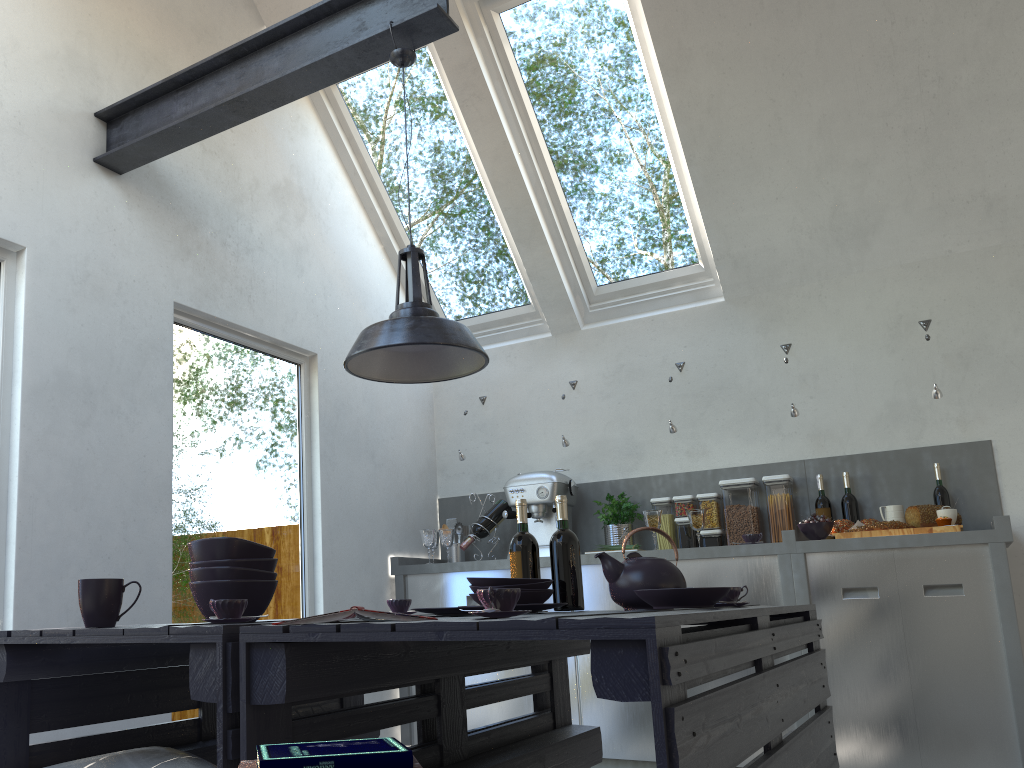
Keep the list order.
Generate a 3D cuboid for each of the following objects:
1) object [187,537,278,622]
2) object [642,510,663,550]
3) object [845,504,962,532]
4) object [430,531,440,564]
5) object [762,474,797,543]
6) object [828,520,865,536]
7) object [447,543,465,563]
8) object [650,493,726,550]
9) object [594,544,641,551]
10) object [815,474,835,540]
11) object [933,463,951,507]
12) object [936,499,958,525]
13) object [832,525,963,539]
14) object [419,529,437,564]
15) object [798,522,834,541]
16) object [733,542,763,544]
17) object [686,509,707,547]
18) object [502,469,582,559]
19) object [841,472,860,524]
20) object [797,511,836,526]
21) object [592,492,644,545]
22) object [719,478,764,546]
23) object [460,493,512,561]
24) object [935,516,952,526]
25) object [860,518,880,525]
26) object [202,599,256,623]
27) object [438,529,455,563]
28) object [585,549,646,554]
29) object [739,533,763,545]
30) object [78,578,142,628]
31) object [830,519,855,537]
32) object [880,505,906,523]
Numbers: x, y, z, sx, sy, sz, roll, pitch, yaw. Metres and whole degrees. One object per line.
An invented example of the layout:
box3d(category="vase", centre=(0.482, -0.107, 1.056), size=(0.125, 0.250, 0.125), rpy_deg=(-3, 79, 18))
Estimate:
box3d(category="object", centre=(-0.718, 0.510, 2.255), size=(0.205, 0.211, 0.205), rpy_deg=(-9, -14, 29))
box3d(category="object", centre=(0.675, 0.698, 4.158), size=(0.096, 0.189, 0.102), rpy_deg=(0, -11, -13))
box3d(category="object", centre=(1.647, 0.572, 3.717), size=(0.455, 0.110, 0.128), rpy_deg=(-2, -12, 2))
box3d(category="object", centre=(-0.448, 0.935, 4.959), size=(0.099, 0.189, 0.100), rpy_deg=(-3, -11, -1))
box3d(category="object", centre=(1.308, 0.625, 4.248), size=(0.135, 0.349, 0.122), rpy_deg=(-8, -12, 27))
box3d(category="object", centre=(1.504, 0.635, 3.848), size=(0.190, 0.058, 0.210), rpy_deg=(10, -18, -40))
box3d(category="object", centre=(-0.327, 0.999, 5.110), size=(0.103, 0.130, 0.112), rpy_deg=(2, -12, -20))
box3d(category="object", centre=(0.898, 0.720, 4.461), size=(0.361, 0.290, 0.101), rpy_deg=(-9, -12, 29))
box3d(category="object", centre=(0.492, 0.811, 4.321), size=(0.296, 0.052, 0.134), rpy_deg=(-15, -19, 43))
box3d(category="object", centre=(1.480, 0.601, 4.154), size=(0.076, 0.340, 0.070), rpy_deg=(-7, -11, 21))
box3d(category="object", centre=(1.917, 0.524, 3.900), size=(0.066, 0.340, 0.059), rpy_deg=(-9, -12, 31))
box3d(category="object", centre=(1.793, 0.533, 3.605), size=(0.071, 0.119, 0.076), rpy_deg=(1, -12, -16))
box3d(category="object", centre=(1.634, 0.638, 3.702), size=(0.498, 0.028, 0.295), rpy_deg=(-10, -16, 29))
box3d(category="object", centre=(-0.458, 0.900, 4.820), size=(0.103, 0.189, 0.095), rpy_deg=(-7, -12, 22))
box3d(category="object", centre=(1.322, 0.645, 3.796), size=(0.143, 0.078, 0.153), rpy_deg=(1, -14, -13))
box3d(category="object", centre=(1.058, 0.714, 3.919), size=(0.134, 0.013, 0.028), rpy_deg=(-3, -14, 6))
box3d(category="object", centre=(0.890, 0.699, 4.186), size=(0.102, 0.189, 0.096), rpy_deg=(-6, -11, 17))
box3d(category="object", centre=(0.156, 0.700, 4.712), size=(0.379, 0.493, 0.410), rpy_deg=(-9, -13, 27))
box3d(category="object", centre=(1.583, 0.583, 4.094), size=(0.077, 0.340, 0.069), rpy_deg=(-9, -12, 31))
box3d(category="object", centre=(1.320, 0.597, 3.804), size=(0.165, 0.093, 0.139), rpy_deg=(-5, -13, 14))
box3d(category="object", centre=(0.552, 0.735, 4.583), size=(0.240, 0.337, 0.262), rpy_deg=(1, -12, -19))
box3d(category="object", centre=(1.143, 0.654, 4.341), size=(0.185, 0.349, 0.122), rpy_deg=(-9, -12, 28))
box3d(category="object", centre=(-0.179, 0.805, 4.891), size=(0.315, 0.388, 0.249), rpy_deg=(5, -13, -32))
box3d(category="object", centre=(1.757, 0.560, 3.557), size=(0.061, 0.046, 0.058), rpy_deg=(-5, -13, 13))
box3d(category="object", centre=(1.580, 0.632, 3.866), size=(0.115, 0.076, 0.125), rpy_deg=(2, -14, -18))
box3d(category="object", centre=(-0.620, 0.498, 1.918), size=(0.121, 0.055, 0.114), rpy_deg=(-6, -14, 16))
box3d(category="object", centre=(-0.356, 0.901, 4.836), size=(0.093, 0.189, 0.105), rpy_deg=(6, -14, -38))
box3d(category="object", centre=(0.513, 0.830, 4.308), size=(0.277, 0.012, 0.174), rpy_deg=(-9, -16, 26))
box3d(category="object", centre=(1.084, 0.705, 3.950), size=(0.124, 0.055, 0.110), rpy_deg=(-15, -18, 42))
box3d(category="object", centre=(-0.933, 0.503, 2.008), size=(0.135, 0.108, 0.098), rpy_deg=(-7, -13, 20))
box3d(category="object", centre=(1.462, 0.634, 3.862), size=(0.115, 0.075, 0.125), rpy_deg=(2, -14, -18))
box3d(category="object", centre=(1.668, 0.590, 3.811), size=(0.085, 0.118, 0.087), rpy_deg=(7, -15, -39))
